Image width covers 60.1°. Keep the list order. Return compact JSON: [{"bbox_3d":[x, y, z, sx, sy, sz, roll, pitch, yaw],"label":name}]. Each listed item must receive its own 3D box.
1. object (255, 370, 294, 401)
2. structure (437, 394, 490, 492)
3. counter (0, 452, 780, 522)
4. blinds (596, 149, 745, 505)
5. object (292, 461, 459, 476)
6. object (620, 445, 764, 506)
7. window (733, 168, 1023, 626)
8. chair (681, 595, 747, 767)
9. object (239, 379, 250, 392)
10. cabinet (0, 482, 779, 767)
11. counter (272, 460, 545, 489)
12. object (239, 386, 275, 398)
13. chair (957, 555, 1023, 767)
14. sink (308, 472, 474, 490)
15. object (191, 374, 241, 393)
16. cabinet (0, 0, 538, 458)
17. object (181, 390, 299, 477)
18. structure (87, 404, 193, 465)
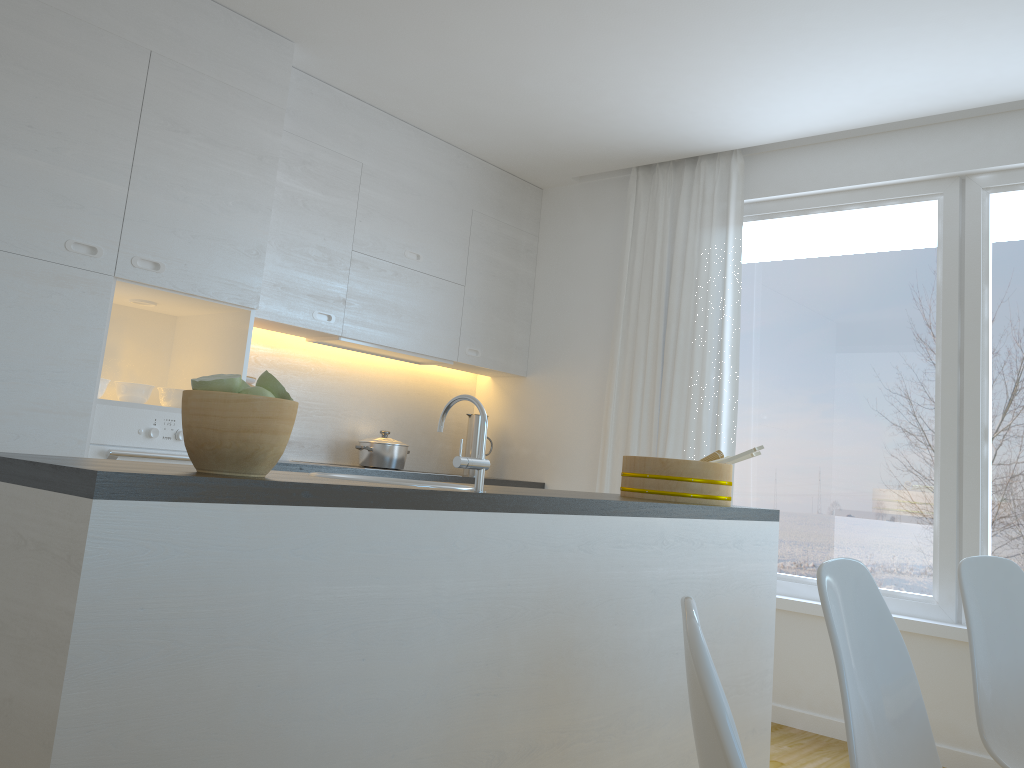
[{"bbox_3d":[-0.450,0.011,1.679,0.073,0.072,0.077,9,-8,-25],"label":"object"},{"bbox_3d":[-0.133,0.127,1.997,0.162,0.217,0.096,-1,-11,40],"label":"structure"},{"bbox_3d":[-0.063,0.297,2.345,0.600,0.040,2.382,0,-7,40],"label":"counter"},{"bbox_3d":[0.791,-0.181,4.541,0.794,2.180,0.149,-2,-11,39],"label":"blinds"},{"bbox_3d":[-0.676,0.427,4.423,0.561,0.013,0.649,1,-7,40],"label":"object"},{"bbox_3d":[0.594,0.300,3.078,0.428,0.216,0.376,8,-7,-22],"label":"object"},{"bbox_3d":[1.938,0.036,3.802,2.725,1.936,0.087,0,-10,39],"label":"window"},{"bbox_3d":[0.373,0.662,0.689,0.523,0.910,0.425,4,-9,10],"label":"chair"},{"bbox_3d":[-0.526,0.032,1.663,0.101,0.099,0.086,9,-9,-29],"label":"object"},{"bbox_3d":[-0.105,0.769,2.270,0.600,0.918,2.382,-2,-9,40],"label":"cabinet"},{"bbox_3d":[-0.678,0.444,4.416,0.600,0.040,1.985,0,-7,40],"label":"counter"},{"bbox_3d":[-0.465,0.048,1.609,0.081,0.086,0.097,5,-7,5],"label":"object"},{"bbox_3d":[1.251,0.856,1.868,0.428,0.910,0.521,10,-9,-30],"label":"chair"},{"bbox_3d":[-0.292,0.309,2.121,0.404,0.158,0.401,6,-6,-8],"label":"sink"},{"bbox_3d":[-0.529,0.009,1.577,0.083,0.066,0.085,10,-9,-38],"label":"object"},{"bbox_3d":[-0.980,0.048,3.974,0.480,2.322,3.176,-2,-10,40],"label":"cabinet"},{"bbox_3d":[-0.503,0.094,1.615,0.205,0.143,0.204,5,-7,1],"label":"object"},{"bbox_3d":[-1.288,0.402,3.232,0.049,0.602,0.556,-2,-10,40],"label":"structure"}]
